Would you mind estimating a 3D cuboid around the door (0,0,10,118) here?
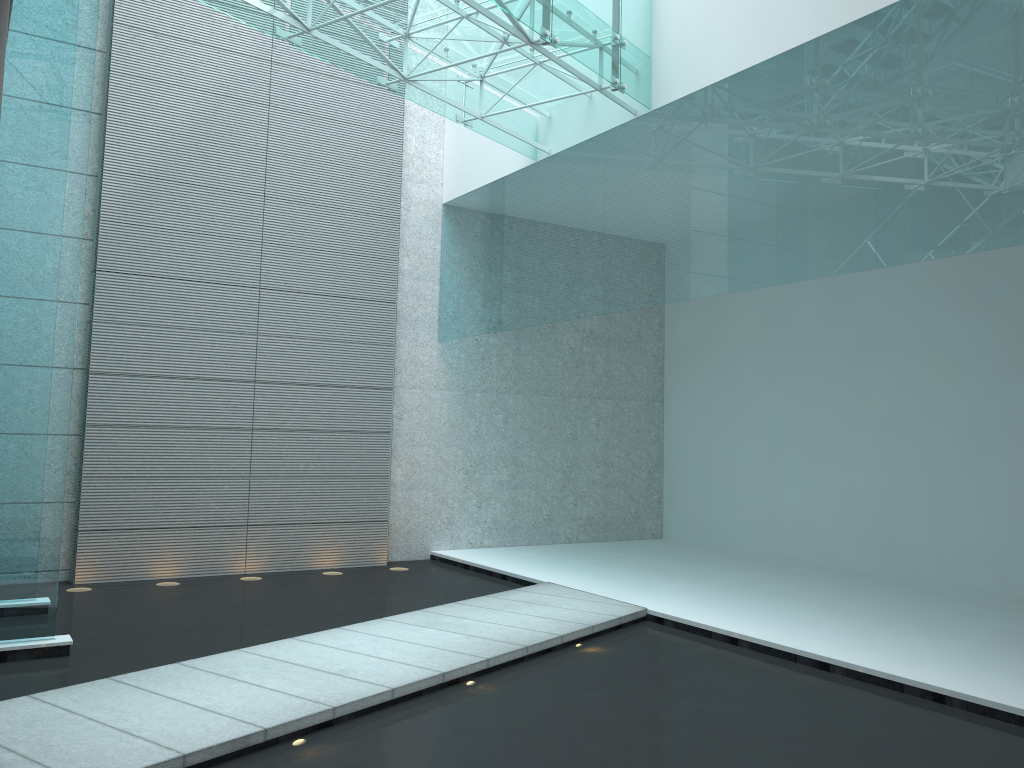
[{"bbox_3d":[-1.404,-0.063,2.345,0.076,2.071,0.864,5,-6,-32],"label":"door"}]
